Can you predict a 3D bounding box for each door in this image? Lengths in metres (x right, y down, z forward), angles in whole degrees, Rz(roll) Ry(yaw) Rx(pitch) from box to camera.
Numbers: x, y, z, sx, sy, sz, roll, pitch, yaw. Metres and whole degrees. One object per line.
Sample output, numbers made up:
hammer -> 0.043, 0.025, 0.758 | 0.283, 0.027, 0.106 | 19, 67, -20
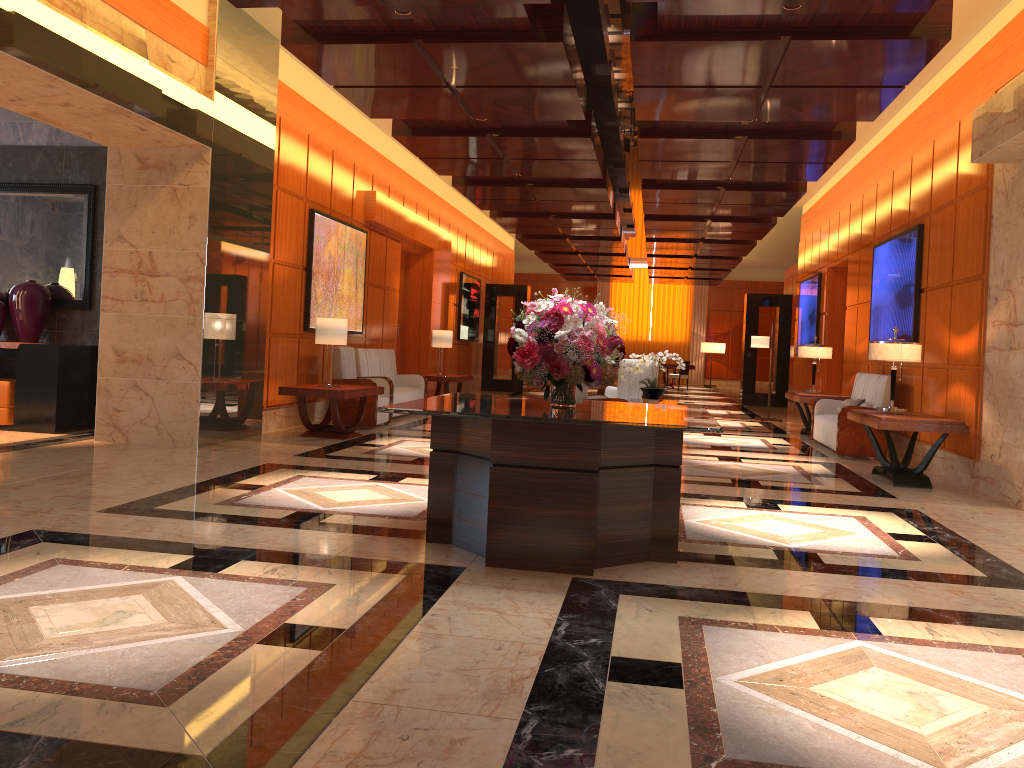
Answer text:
door -> 5.307, -0.605, 14.012 | 0.340, 2.651, 1.538 | 3, 1, 9
door -> -1.938, -0.996, 15.160 | 0.340, 2.651, 1.500 | 3, 1, 9

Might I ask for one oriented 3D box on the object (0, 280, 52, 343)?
object -> -5.291, -0.773, 9.270 | 0.862, 0.652, 0.520 | 3, 1, 8

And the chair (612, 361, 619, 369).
chair -> 3.453, -0.411, 28.122 | 0.577, 0.894, 0.584 | 3, 1, 37

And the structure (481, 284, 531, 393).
structure -> -0.142, -1.074, 20.799 | 0.986, 2.497, 0.500 | 3, 0, 9

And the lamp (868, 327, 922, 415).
lamp -> 3.554, -0.128, 8.249 | 0.459, 0.810, 0.458 | 3, 1, 18

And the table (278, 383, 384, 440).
table -> -1.942, 0.296, 9.620 | 0.725, 0.534, 1.168 | 3, 2, 12

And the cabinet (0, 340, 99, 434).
cabinet -> -5.435, -0.014, 9.163 | 2.191, 0.868, 0.784 | 3, 1, 9

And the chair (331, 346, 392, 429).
chair -> -1.845, 0.031, 10.807 | 0.629, 0.960, 0.738 | 3, 1, 8

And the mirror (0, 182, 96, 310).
mirror -> -5.309, -1.492, 9.521 | 1.767, 1.338, 0.029 | 3, 0, 9

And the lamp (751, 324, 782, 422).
lamp -> 4.319, -0.201, 15.086 | 0.526, 1.660, 0.360 | 3, 0, -1

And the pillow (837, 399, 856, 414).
pillow -> 4.154, 0.288, 11.018 | 0.195, 0.227, 0.344 | 3, 2, 14

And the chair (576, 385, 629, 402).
chair -> 0.834, 0.232, 9.054 | 0.628, 0.960, 0.738 | 3, 1, -12

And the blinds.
blinds -> 4.882, -2.075, 31.365 | 3.854, 4.064, 0.149 | 3, 0, 9

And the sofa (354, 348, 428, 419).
sofa -> -1.701, -0.018, 12.421 | 0.613, 0.932, 1.799 | 3, 2, 10

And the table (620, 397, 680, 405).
table -> 1.576, 0.452, 10.441 | 0.722, 0.496, 1.560 | 3, 2, 12

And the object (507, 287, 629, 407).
object -> 0.296, -0.205, 4.871 | 0.650, 0.658, 0.680 | 3, 1, 0

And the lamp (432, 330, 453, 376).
lamp -> 2.154, -0.121, 9.042 | 0.335, 0.734, 13.016 | 2, 2, -32

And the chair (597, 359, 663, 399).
chair -> 1.601, 0.145, 11.951 | 0.738, 0.961, 0.628 | 3, 1, 28

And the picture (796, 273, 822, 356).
picture -> 5.446, -1.227, 16.284 | 0.056, 1.452, 1.997 | 3, 2, 9

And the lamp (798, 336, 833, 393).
lamp -> 4.214, -0.279, 12.350 | 0.458, 0.793, 0.459 | 2, 1, -29

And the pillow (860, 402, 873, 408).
pillow -> 4.007, 0.324, 10.148 | 0.202, 0.229, 0.273 | 3, 1, 12

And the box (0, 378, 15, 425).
box -> -5.466, 0.154, 9.020 | 1.132, 0.427, 0.489 | 3, 1, 9

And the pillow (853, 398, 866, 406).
pillow -> 4.113, 0.296, 10.584 | 0.160, 0.253, 0.358 | 3, 2, 6

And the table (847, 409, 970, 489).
table -> 3.567, 0.587, 8.106 | 0.726, 0.606, 1.271 | 3, 2, 9

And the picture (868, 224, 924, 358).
picture -> 4.515, -1.026, 10.498 | 0.056, 1.452, 1.997 | 3, 2, 9

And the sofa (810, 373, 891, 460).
sofa -> 4.040, 0.331, 10.576 | 0.613, 0.932, 1.799 | 3, 2, 10

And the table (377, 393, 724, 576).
table -> 0.261, 0.497, 4.854 | 1.601, 0.744, 1.601 | 3, 2, 9

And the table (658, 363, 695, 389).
table -> 4.436, -0.251, 26.897 | 2.106, 0.741, 0.784 | 2, 2, -20

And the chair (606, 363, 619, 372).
chair -> 2.943, -0.386, 26.971 | 0.584, 0.894, 0.577 | 2, 1, -43

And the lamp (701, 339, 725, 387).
lamp -> 6.872, -0.730, 30.398 | 0.810, 1.660, 0.811 | 2, 1, -41

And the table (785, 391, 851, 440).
table -> 4.237, 0.442, 12.274 | 0.726, 0.606, 1.271 | 3, 2, 9

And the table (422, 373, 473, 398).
table -> -1.147, 0.124, 14.567 | 0.725, 0.534, 1.168 | 3, 2, 12

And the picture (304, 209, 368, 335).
picture -> -2.249, -1.387, 11.489 | 0.056, 1.452, 1.997 | 3, 2, 9

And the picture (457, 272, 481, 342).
picture -> -0.936, -1.671, 19.646 | 0.056, 1.452, 1.997 | 3, 2, 9

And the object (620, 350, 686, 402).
object -> 1.677, -0.105, 10.548 | 0.788, 0.617, 0.418 | 2, 1, -14

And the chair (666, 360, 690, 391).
chair -> 4.901, -0.252, 25.989 | 0.584, 0.894, 0.577 | 2, 1, -38
